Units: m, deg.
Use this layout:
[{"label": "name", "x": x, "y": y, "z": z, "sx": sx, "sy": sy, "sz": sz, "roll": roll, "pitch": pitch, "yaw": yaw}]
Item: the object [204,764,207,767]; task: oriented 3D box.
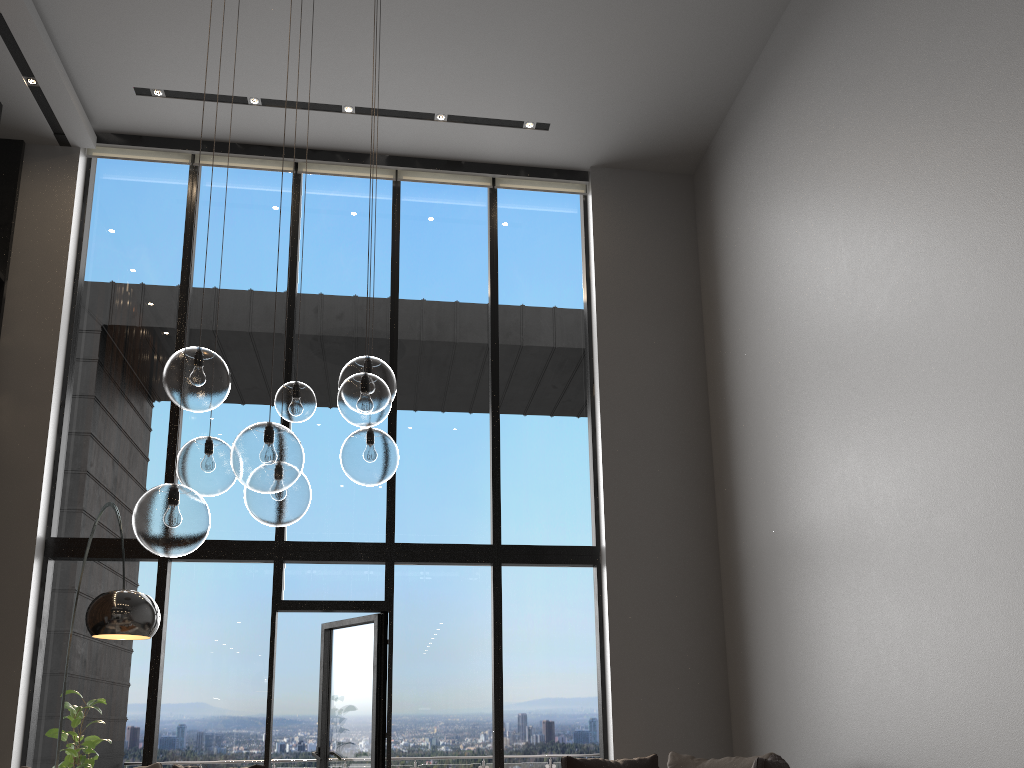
[{"label": "object", "x": -0.988, "y": 1.561, "z": 2.884, "sx": 0.551, "sy": 0.578, "sz": 0.326, "roll": 13, "pitch": -20, "yaw": -36}]

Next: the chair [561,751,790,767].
[{"label": "chair", "x": 0.960, "y": 2.623, "z": 5.106, "sx": 1.445, "sy": 0.863, "sz": 1.548, "roll": -4, "pitch": -20, "yaw": 8}]

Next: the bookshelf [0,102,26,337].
[{"label": "bookshelf", "x": -3.970, "y": 0.230, "z": 5.772, "sx": 0.338, "sy": 5.102, "sz": 1.516, "roll": 1, "pitch": -14, "yaw": -8}]

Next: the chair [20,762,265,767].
[{"label": "chair", "x": -1.999, "y": 2.387, "z": 4.403, "sx": 1.488, "sy": 0.863, "sz": 1.503, "roll": -7, "pitch": -21, "yaw": 17}]

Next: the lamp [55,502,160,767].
[{"label": "lamp", "x": -2.254, "y": 1.768, "z": 4.683, "sx": 0.323, "sy": 2.239, "sz": 2.100, "roll": 7, "pitch": -19, "yaw": -30}]

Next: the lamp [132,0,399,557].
[{"label": "lamp", "x": -0.881, "y": -1.652, "z": 3.696, "sx": 1.233, "sy": 4.797, "sz": 1.278, "roll": 2, "pitch": -15, "yaw": -11}]
